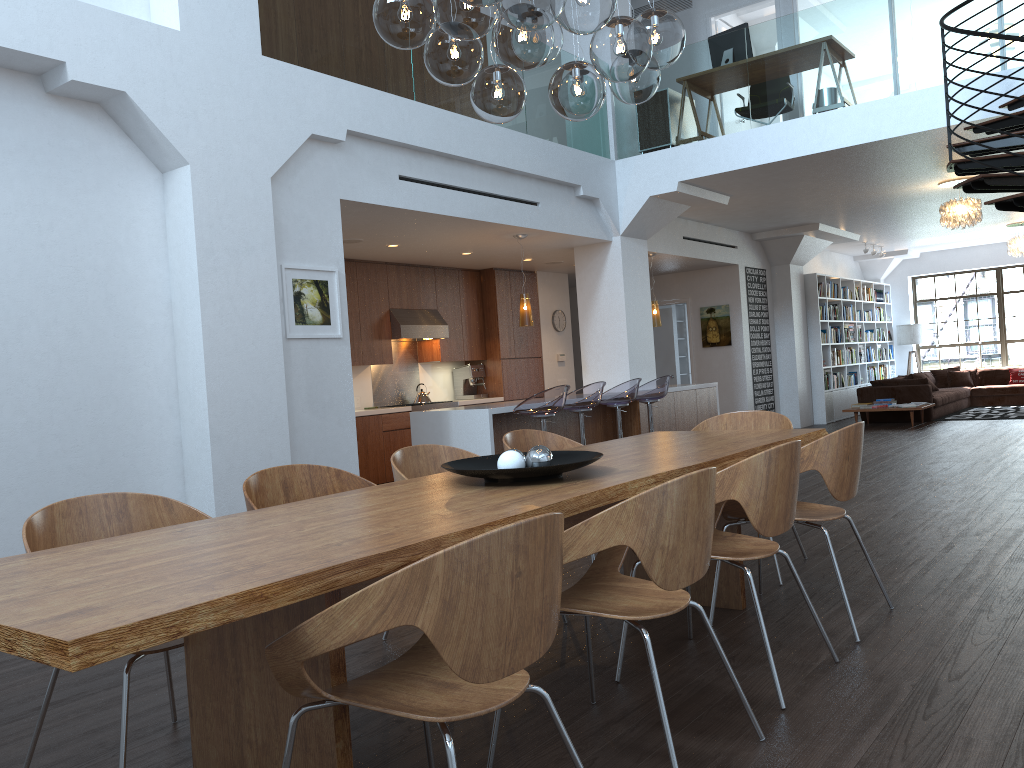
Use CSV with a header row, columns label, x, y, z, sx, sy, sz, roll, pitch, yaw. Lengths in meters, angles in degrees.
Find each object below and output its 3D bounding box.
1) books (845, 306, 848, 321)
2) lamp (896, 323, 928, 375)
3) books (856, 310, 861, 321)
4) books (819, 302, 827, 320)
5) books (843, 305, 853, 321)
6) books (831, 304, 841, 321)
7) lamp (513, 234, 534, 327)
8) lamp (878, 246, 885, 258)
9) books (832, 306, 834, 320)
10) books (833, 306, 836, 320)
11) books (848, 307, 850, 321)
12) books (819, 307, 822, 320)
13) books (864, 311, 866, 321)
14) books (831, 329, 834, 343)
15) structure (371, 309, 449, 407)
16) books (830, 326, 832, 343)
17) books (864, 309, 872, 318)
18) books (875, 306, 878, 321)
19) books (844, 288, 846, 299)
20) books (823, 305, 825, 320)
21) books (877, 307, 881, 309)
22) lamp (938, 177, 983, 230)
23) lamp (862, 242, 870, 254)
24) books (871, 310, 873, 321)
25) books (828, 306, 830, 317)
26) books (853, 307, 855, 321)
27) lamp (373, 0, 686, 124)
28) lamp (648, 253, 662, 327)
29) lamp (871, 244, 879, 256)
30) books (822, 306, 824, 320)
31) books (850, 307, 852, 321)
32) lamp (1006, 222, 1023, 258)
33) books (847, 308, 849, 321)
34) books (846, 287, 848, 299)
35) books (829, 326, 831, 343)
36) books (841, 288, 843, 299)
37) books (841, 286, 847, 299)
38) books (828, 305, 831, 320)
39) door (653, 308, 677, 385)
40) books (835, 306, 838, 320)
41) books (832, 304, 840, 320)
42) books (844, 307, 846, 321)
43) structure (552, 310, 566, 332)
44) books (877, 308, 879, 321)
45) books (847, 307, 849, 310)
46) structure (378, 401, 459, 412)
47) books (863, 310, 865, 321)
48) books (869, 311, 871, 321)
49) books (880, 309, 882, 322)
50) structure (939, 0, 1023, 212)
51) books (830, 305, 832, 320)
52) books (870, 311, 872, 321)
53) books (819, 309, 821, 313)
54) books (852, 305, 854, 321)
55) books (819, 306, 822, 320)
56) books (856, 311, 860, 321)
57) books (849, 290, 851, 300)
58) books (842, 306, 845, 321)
label,x,y,z,sx,sy,sz,roll,pitch,yaw
books,5.723,-1.216,15.398,0.182,0.253,0.034,-4,1,37
lamp,7.959,-0.390,17.571,0.545,1.579,0.545,-4,1,26
books,6.243,-1.232,16.096,0.146,0.202,0.027,-4,1,37
books,5.049,-1.177,14.487,0.176,0.290,0.053,-4,1,37
books,5.911,-1.250,15.661,0.176,0.290,0.053,-4,1,37
books,5.509,-1.216,15.128,0.176,0.291,0.053,-4,1,37
lamp,1.388,-1.567,9.100,2.842,1.807,0.149,-4,1,-14
lamp,6.716,-2.397,16.100,0.120,0.211,0.111,-4,1,11
books,5.295,-1.177,14.850,0.171,0.246,0.039,-4,1,37
books,5.336,-1.183,14.911,0.183,0.253,0.042,-4,1,37
books,5.838,-1.222,15.558,0.170,0.245,0.057,-4,1,37
books,4.909,-1.130,14.317,0.161,0.218,0.101,-4,1,37
books,6.439,-1.243,16.347,0.139,0.191,0.036,-4,1,37
books,5.235,-0.789,14.720,0.174,0.239,0.045,-4,1,37
structure,-1.185,-0.309,10.385,0.529,1.110,0.811,-4,1,37
books,5.183,-0.810,14.663,0.176,0.290,0.053,-4,1,37
books,6.697,-1.285,16.703,0.140,0.231,0.042,-4,1,37
books,6.890,-1.330,16.956,0.176,0.290,0.053,-4,1,37
books,5.721,-1.562,15.425,0.146,0.202,0.027,-4,1,37
books,4.997,-1.149,14.431,0.174,0.242,0.105,-4,1,37
books,7.051,-1.343,17.175,0.176,0.290,0.036,-4,1,37
lamp,5.159,-2.060,10.207,0.442,0.539,0.441,-4,1,-11
lamp,6.100,-2.346,15.283,0.120,0.211,0.111,-4,1,-19
books,6.724,-1.285,16.744,0.158,0.226,0.052,-4,1,37
books,5.142,-1.158,14.646,0.174,0.236,0.142,-4,1,38
books,6.001,-1.237,15.763,0.159,0.250,0.026,-4,1,37
lamp,0.054,-2.144,3.460,0.849,2.140,1.787,-4,1,36
lamp,1.749,-1.156,10.960,0.149,0.900,0.149,-4,1,-8
lamp,6.404,-2.372,15.687,0.120,0.211,0.111,-4,1,-4
books,4.951,-1.142,14.362,0.172,0.235,0.112,-4,1,37
books,5.871,-1.221,15.597,0.174,0.239,0.045,-4,1,37
lamp,8.198,-2.311,14.246,0.442,0.539,0.441,-4,1,-11
books,5.785,-1.206,15.480,0.161,0.223,0.026,-4,1,37
books,5.793,-1.580,15.537,0.158,0.226,0.052,-4,1,37
books,5.143,-0.804,14.617,0.197,0.283,0.065,-4,1,37
books,5.637,-1.550,15.311,0.139,0.191,0.036,-4,1,37
books,5.767,-1.581,15.495,0.140,0.231,0.042,-4,1,37
books,5.196,-1.172,14.717,0.183,0.253,0.042,-4,1,37
door,2.346,-0.208,14.670,0.826,2.032,0.174,-4,1,37
books,5.412,-1.183,14.994,0.174,0.240,0.054,-4,1,37
books,5.465,-1.210,15.097,0.198,0.284,0.049,-4,1,37
books,5.664,-1.204,15.317,0.174,0.239,0.045,-4,1,37
structure,0.652,-0.873,12.255,0.040,0.300,0.300,-4,1,37
books,6.918,-1.314,16.990,0.183,0.253,0.034,-4,1,37
books,5.811,-1.222,15.526,0.159,0.250,0.026,-4,1,37
structure,-1.062,0.688,10.355,0.662,0.919,0.811,-4,1,37
books,6.406,-1.246,16.297,0.146,0.202,0.027,-4,1,37
books,6.651,-1.263,16.637,0.136,0.196,0.045,-4,1,37
books,7.039,-1.324,17.142,0.183,0.253,0.034,-4,1,37
structure,4.077,-1.397,6.023,1.998,4.352,1.998,-4,1,-2
books,5.243,-1.179,14.790,0.180,0.259,0.042,-4,1,37
books,6.678,-1.263,16.668,0.139,0.191,0.036,-4,1,37
books,4.868,-1.108,14.252,0.161,0.182,0.170,-4,1,37
books,5.944,-1.250,15.712,0.197,0.283,0.065,-4,1,37
books,4.930,-1.138,14.338,0.152,0.232,0.104,-4,1,37
books,6.229,-1.225,16.067,0.139,0.191,0.036,-4,1,37
books,5.914,-1.566,15.678,0.128,0.178,0.022,-4,1,37
books,5.622,-1.207,15.255,0.182,0.253,0.034,-4,1,37
